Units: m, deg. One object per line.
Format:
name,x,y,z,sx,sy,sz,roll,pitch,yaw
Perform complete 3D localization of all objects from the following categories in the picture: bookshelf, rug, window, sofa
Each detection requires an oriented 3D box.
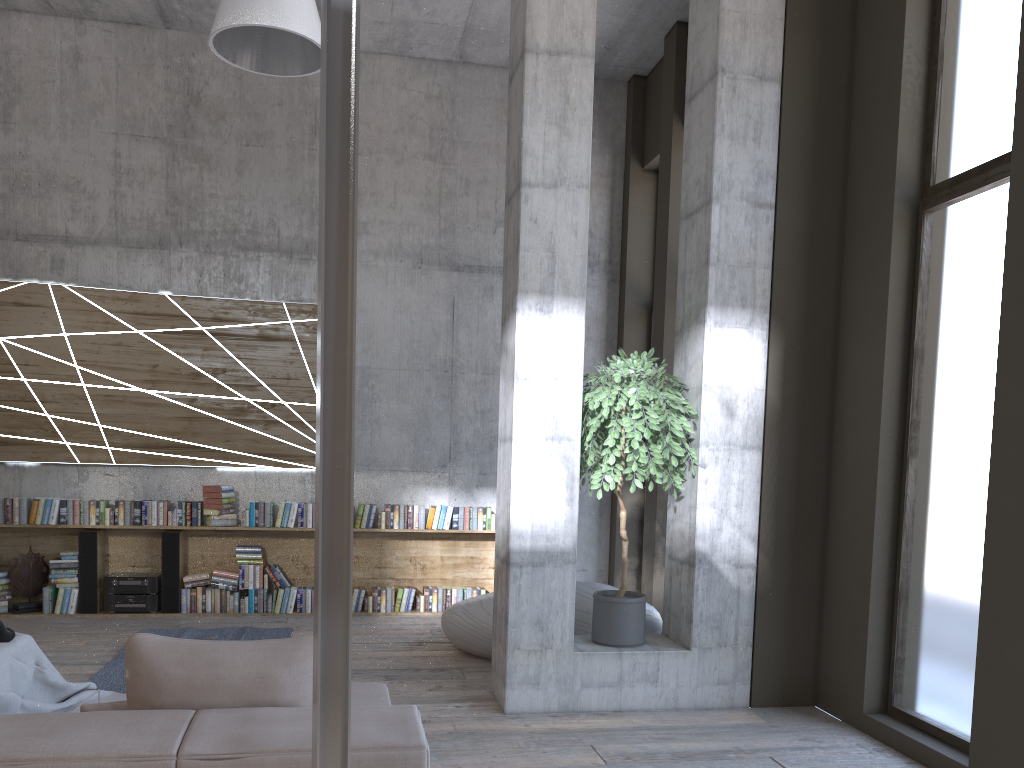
bookshelf,-2.693,1.677,7.927,5.325,0.811,0.300,3,3,-11
rug,-2.140,1.918,5.819,1.163,0.049,2.914,3,-4,-11
window,2.361,-0.250,4.077,0.209,4.177,9.191,1,-3,-12
sofa,-1.968,1.351,3.488,2.999,0.789,3.008,2,-4,-11

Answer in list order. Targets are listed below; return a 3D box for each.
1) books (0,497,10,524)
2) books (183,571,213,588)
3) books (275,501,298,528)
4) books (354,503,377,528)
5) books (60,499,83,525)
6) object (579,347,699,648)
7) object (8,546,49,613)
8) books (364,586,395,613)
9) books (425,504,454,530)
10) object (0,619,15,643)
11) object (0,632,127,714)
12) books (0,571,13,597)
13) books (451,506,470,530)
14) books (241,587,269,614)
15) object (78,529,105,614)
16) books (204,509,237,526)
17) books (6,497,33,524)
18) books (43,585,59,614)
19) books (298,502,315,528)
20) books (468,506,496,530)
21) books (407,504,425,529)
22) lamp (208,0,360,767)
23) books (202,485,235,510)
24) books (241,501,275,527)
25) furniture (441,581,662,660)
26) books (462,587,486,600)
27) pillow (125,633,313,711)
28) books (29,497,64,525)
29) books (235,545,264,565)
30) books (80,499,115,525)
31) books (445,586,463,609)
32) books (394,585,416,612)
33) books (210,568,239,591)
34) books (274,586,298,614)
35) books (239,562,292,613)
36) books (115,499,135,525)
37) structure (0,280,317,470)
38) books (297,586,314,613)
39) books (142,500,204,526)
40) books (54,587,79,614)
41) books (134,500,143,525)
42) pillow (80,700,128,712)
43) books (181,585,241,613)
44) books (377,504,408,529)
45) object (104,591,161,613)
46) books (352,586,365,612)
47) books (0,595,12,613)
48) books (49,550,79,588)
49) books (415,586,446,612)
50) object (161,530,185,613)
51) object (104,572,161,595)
books,-4.444,1.079,7.512,0.278,0.222,0.208,2,0,-12
books,-2.812,1.759,7.874,0.234,0.140,0.191,2,-1,-10
books,-2.038,1.182,7.951,0.199,0.229,0.188,2,1,-11
books,-1.358,1.219,8.120,0.199,0.229,0.188,2,1,-11
books,-3.817,1.112,7.607,0.156,0.222,0.153,1,1,-11
object,0.720,0.710,5.541,0.999,1.875,0.963,-1,3,-45
object,-4.210,1.691,7.654,0.195,0.572,0.343,4,3,39
books,-1.240,2.015,8.196,0.278,0.222,0.208,2,0,-12
books,-0.682,1.247,8.216,0.249,0.230,0.188,2,1,-11
object,-2.822,1.285,4.678,0.302,0.170,0.297,3,-2,-23
object,-2.813,1.540,4.528,1.043,0.504,1.597,1,-4,8
books,-4.446,1.715,7.516,0.189,0.211,0.245,2,-1,11
books,-0.486,1.263,8.253,0.156,0.222,0.153,1,1,-11
books,-2.337,1.959,7.966,0.227,0.222,0.214,2,0,-11
object,-3.710,1.667,7.744,0.152,0.764,0.270,1,3,-11
books,-2.606,1.190,7.831,0.221,0.151,0.285,1,-3,37
books,-4.227,1.086,7.528,0.156,0.222,0.188,1,1,-11
books,-4.033,1.882,7.664,0.074,0.222,0.204,1,0,-11
books,-1.704,1.204,8.039,0.490,0.222,0.214,2,0,-11
books,-0.274,1.273,8.296,0.277,0.222,0.169,2,1,-10
books,-0.896,1.237,8.174,0.156,0.222,0.188,1,1,-11
lamp,-0.675,-0.004,2.387,0.756,3.444,2.615,0,2,-23
books,-2.610,1.009,7.810,0.189,0.211,0.245,2,-1,11
books,-2.290,1.171,7.913,0.278,0.222,0.208,2,0,-12
furniture,0.302,1.858,6.887,1.625,0.815,1.796,0,-3,27
books,-0.330,2.054,8.347,0.277,0.222,0.169,2,1,-10
pillow,-0.838,1.002,2.605,0.564,0.561,0.219,2,3,-9
books,-4.013,1.096,7.570,0.249,0.230,0.188,2,1,-11
books,-2.374,1.552,7.953,0.239,0.162,0.189,2,-1,-11
books,-3.605,1.122,7.650,0.277,0.222,0.169,2,1,-10
books,-0.554,2.045,8.336,0.156,0.222,0.188,1,1,-11
books,-1.016,2.027,8.281,0.199,0.229,0.188,2,1,-11
books,-2.567,1.755,7.861,0.244,0.193,0.153,2,1,-11
books,-2.062,1.971,8.009,0.199,0.229,0.188,2,1,-11
books,-2.242,1.858,7.988,0.452,0.452,0.213,2,3,-11
books,-3.400,1.134,7.738,0.155,0.222,0.204,1,0,-11
structure,-3.309,-0.048,7.654,3.414,1.547,0.355,2,4,-11
books,-1.765,1.992,8.095,0.418,0.222,0.204,2,0,-11
books,-3.008,1.147,7.786,0.490,0.222,0.214,2,0,-11
books,-3.878,1.888,7.679,0.199,0.229,0.188,2,1,-11
books,-3.296,1.138,7.750,0.055,0.222,0.188,1,1,-11
pillow,-1.115,1.102,2.666,0.377,0.374,0.168,2,2,-37
books,-2.715,1.937,7.925,0.494,0.239,0.241,2,0,-11
books,-1.114,1.230,8.158,0.278,0.222,0.208,2,0,-12
object,-3.365,1.937,7.814,0.440,0.165,0.292,2,-2,-11
books,-1.468,2.004,8.161,0.199,0.229,0.188,2,1,-11
books,-4.462,1.892,7.533,0.247,0.151,0.261,0,-3,35
books,-3.894,1.622,7.683,0.251,0.325,0.217,2,2,-9
books,-0.772,2.038,8.319,0.278,0.222,0.208,2,0,-12
object,-3.042,1.697,7.874,0.152,0.764,0.270,1,3,-11
object,-3.359,1.775,7.797,0.440,0.162,0.303,2,-3,-11
